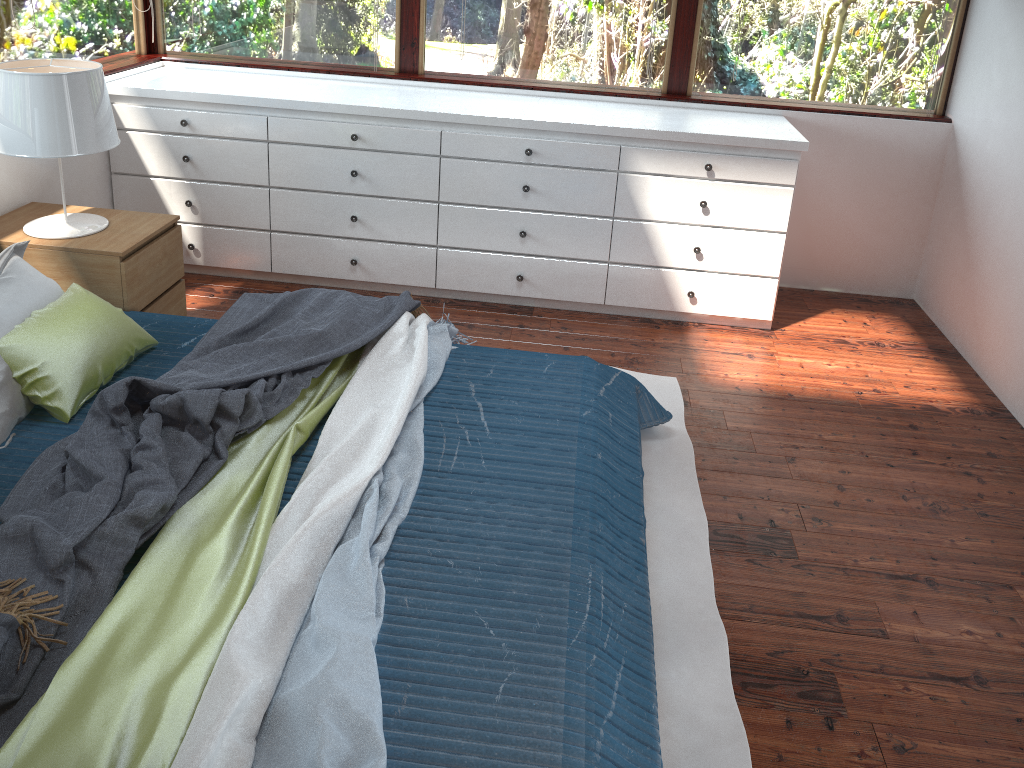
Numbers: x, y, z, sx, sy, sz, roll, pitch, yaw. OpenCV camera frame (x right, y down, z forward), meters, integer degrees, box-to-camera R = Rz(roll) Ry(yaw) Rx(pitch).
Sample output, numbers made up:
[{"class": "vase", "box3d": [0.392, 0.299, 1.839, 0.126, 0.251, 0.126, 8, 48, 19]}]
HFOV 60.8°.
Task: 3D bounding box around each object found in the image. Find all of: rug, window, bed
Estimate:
[{"class": "rug", "box3d": [-0.351, 0.519, 2.265, 1.801, 0.046, 2.889, 5, 27, 3]}, {"class": "window", "box3d": [1.988, -0.870, 1.487, 8.303, 1.825, 5.610, 6, 27, 4]}, {"class": "bed", "box3d": [-0.812, 0.165, 2.179, 2.577, 0.726, 2.277, 6, 27, 5]}]

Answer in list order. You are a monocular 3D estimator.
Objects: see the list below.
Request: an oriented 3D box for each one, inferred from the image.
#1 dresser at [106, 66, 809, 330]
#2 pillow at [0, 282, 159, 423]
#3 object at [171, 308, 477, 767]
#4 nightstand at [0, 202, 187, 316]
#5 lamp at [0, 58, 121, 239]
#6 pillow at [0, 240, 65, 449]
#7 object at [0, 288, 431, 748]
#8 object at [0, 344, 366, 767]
[{"class": "dresser", "box3d": [-0.300, -0.918, 4.174, 3.117, 0.832, 0.654, 6, 23, 4]}, {"class": "pillow", "box3d": [-1.330, 0.101, 2.132, 0.311, 0.206, 1.469, 5, 27, 3]}, {"class": "object", "box3d": [-0.275, 0.369, 2.105, 0.536, 0.354, 2.298, 4, 27, -1]}, {"class": "nightstand", "box3d": [-1.625, -0.343, 3.295, 0.609, 0.510, 0.455, 6, 23, 4]}, {"class": "lamp", "box3d": [-1.611, -0.838, 3.099, 0.405, 0.555, 0.431, 2, 23, -4]}, {"class": "pillow", "box3d": [-1.467, -0.171, 2.529, 0.360, 0.367, 0.909, 3, 26, -1]}, {"class": "object", "box3d": [-0.835, 0.179, 2.200, 0.632, 0.382, 2.254, 9, 28, 11]}, {"class": "object", "box3d": [-0.635, 0.364, 2.182, 0.491, 0.420, 2.245, 4, 27, 0]}]
